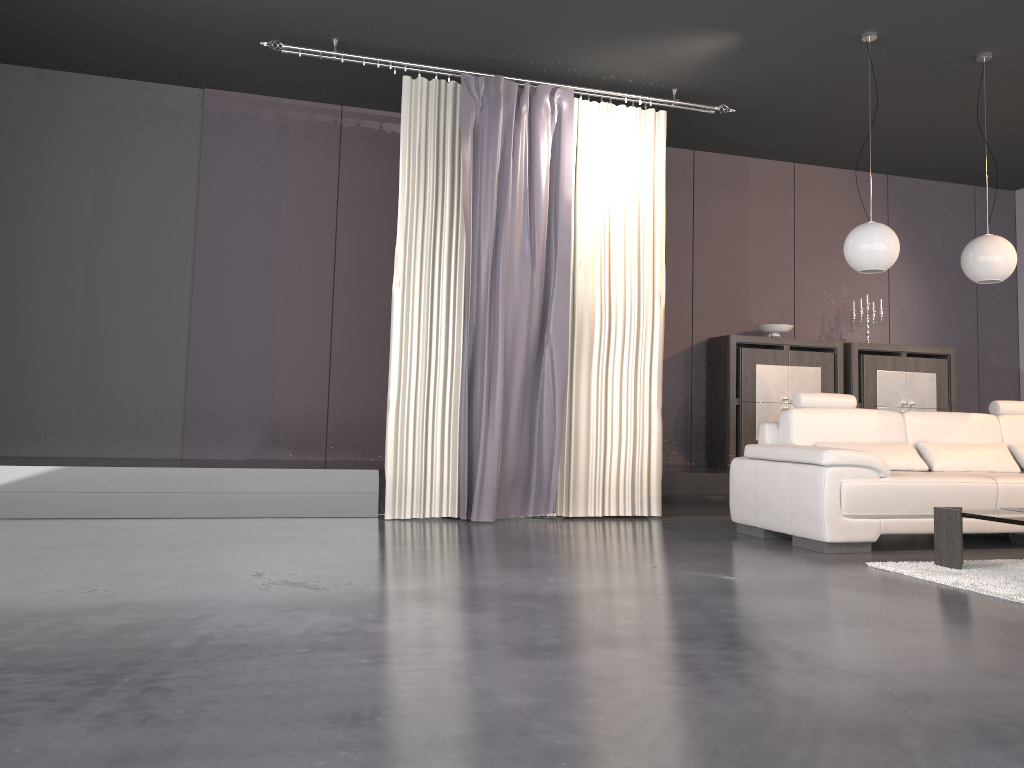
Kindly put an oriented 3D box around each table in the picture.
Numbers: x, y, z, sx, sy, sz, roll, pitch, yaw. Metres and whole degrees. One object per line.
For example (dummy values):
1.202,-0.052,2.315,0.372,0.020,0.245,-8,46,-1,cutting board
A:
2.521,0.722,3.966,0.904,0.272,0.699,2,-3,-17,table

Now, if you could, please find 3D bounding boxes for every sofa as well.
2.948,0.491,4.938,2.859,0.862,1.863,2,-3,-17,sofa

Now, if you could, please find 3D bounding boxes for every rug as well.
2.501,0.860,3.959,1.525,0.023,0.914,2,-3,-17,rug

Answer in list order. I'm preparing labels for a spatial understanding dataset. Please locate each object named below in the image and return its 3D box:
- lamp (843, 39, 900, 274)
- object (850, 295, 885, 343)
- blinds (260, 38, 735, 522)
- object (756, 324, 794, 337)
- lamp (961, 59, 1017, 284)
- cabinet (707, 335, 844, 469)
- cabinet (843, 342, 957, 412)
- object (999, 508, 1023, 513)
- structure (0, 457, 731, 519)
2.126,-1.366,5.253,0.307,1.421,0.305,-3,-7,41,lamp
3.107,-0.560,7.744,0.229,0.448,0.228,2,-5,1,object
-0.003,-0.635,5.744,3.286,3.010,0.248,3,-5,-16,blinds
2.221,-0.430,7.487,0.309,0.117,0.308,1,-3,17,object
2.944,-1.333,5.496,0.307,1.421,0.305,3,-5,-13,lamp
2.215,0.164,7.401,1.071,1.079,0.410,3,-5,-17,cabinet
3.330,0.209,7.734,1.071,1.079,0.410,3,-5,-17,cabinet
2.417,0.524,3.950,0.304,0.137,0.303,2,-3,-12,object
0.172,0.758,6.460,8.764,0.302,0.997,2,-3,-17,structure
